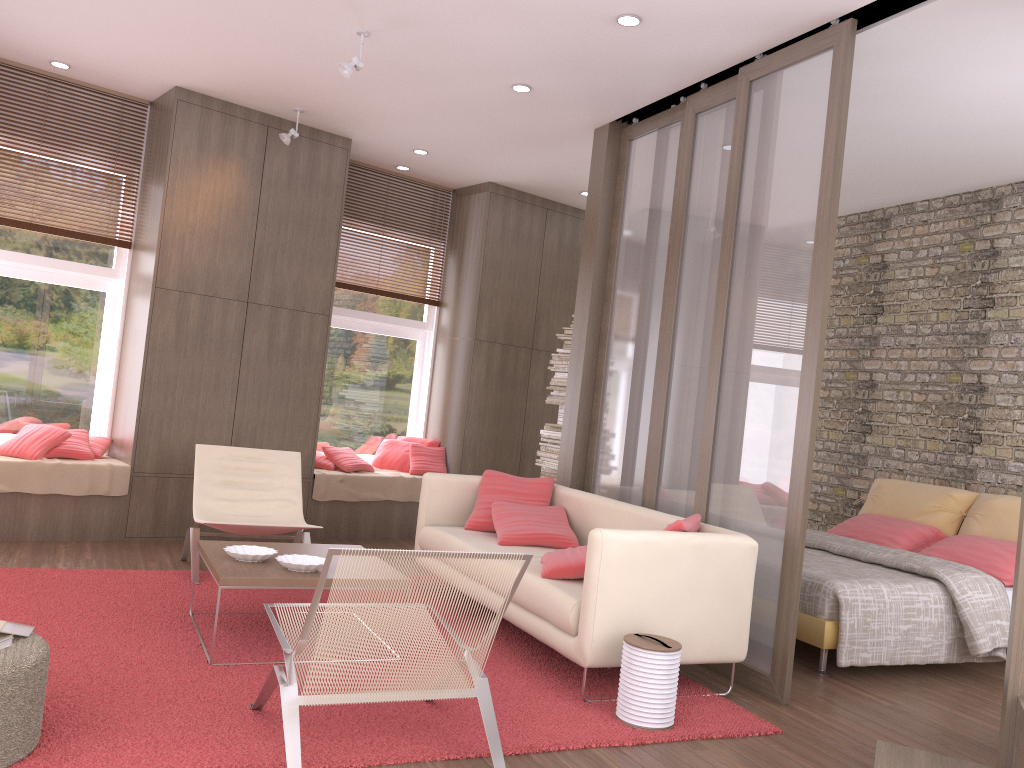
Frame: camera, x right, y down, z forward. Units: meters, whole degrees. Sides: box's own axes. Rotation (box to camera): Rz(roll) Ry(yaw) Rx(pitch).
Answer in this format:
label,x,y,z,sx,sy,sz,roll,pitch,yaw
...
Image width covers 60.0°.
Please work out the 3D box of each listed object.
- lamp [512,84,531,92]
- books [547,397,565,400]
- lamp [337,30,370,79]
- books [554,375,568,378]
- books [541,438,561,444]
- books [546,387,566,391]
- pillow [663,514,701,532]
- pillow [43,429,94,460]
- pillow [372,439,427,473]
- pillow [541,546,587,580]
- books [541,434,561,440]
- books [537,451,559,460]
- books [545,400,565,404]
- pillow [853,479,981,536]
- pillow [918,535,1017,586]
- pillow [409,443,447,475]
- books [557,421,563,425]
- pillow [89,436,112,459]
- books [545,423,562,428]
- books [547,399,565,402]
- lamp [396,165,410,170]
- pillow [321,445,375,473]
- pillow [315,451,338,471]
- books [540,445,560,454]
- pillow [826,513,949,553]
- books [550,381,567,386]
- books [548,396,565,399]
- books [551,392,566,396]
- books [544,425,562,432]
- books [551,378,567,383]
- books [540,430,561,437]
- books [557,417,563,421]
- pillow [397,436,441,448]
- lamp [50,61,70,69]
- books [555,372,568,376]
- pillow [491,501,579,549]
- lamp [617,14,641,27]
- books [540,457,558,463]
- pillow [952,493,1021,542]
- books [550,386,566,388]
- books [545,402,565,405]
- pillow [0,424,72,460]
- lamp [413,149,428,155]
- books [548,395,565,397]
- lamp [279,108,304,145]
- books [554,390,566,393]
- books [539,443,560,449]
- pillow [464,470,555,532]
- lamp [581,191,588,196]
label,x,y,z,sx,sy,sz,roll,pitch,yaw
lamp,0.059,-1.868,5.600,0.119,0.010,0.119,6,-1,-11
books,0.557,0.143,7.427,0.446,0.012,0.291,5,-2,40
lamp,-0.893,-1.853,4.988,0.158,0.275,0.102,7,-2,-18
books,0.577,-0.041,7.454,0.287,0.020,0.388,7,-2,-30
books,0.535,0.496,7.431,0.368,0.028,0.469,7,-2,-40
books,0.558,0.061,7.439,0.467,0.020,0.283,5,-2,40
pillow,0.689,0.803,4.281,0.379,0.377,0.498,6,-2,24
pillow,-3.164,0.420,6.237,0.403,0.200,0.354,7,-2,-30
pillow,-1.045,0.654,8.101,0.485,0.279,0.270,6,-1,11
pillow,0.383,0.857,4.395,0.467,0.224,0.507,6,-1,2
books,0.515,0.464,7.405,0.346,0.025,0.442,7,-2,-40
books,0.507,0.618,7.427,0.410,0.046,0.522,7,-2,-25
books,0.539,0.169,7.446,0.444,0.015,0.279,5,-2,40
pillow,2.993,1.004,6.705,0.355,0.527,1.019,7,-2,-25
pillow,3.031,1.126,5.740,0.540,0.261,0.834,7,-2,-25
pillow,-0.759,0.694,8.008,0.357,0.278,0.264,7,-2,-17
books,0.566,0.344,7.413,0.322,0.030,0.435,6,-1,-5
pillow,-3.152,0.454,6.470,0.397,0.150,0.373,6,-1,-9
books,0.555,0.368,7.439,0.450,0.022,0.364,6,-2,25
books,0.548,0.156,7.440,0.432,0.013,0.288,5,-2,40
lamp,-0.969,-1.921,7.883,0.119,0.010,0.119,6,-1,0
pillow,-1.412,0.646,7.627,0.354,0.200,0.403,5,-2,29
pillow,-1.646,0.647,7.608,0.373,0.150,0.397,6,-1,8
books,0.546,0.575,7.418,0.421,0.046,0.542,7,-2,-25
pillow,2.669,1.100,6.498,0.538,0.264,0.831,7,-2,-25
books,0.557,0.018,7.457,0.379,0.028,0.297,5,-2,40
books,0.557,0.131,7.439,0.412,0.011,0.308,5,-2,40
books,0.565,0.105,7.461,0.379,0.028,0.297,5,-2,40
books,0.566,0.398,7.406,0.341,0.038,0.518,7,-2,-40
books,0.558,-0.014,7.470,0.297,0.039,0.379,7,-2,-30
books,0.527,0.434,7.428,0.364,0.038,0.469,7,-2,-40
books,0.571,0.312,7.369,0.317,0.030,0.524,6,-1,-5
pillow,-0.921,0.662,8.228,0.484,0.334,0.193,6,-2,15
lamp,-3.113,-2.199,6.111,0.119,0.010,0.119,6,-1,0
books,0.588,-0.065,7.432,0.297,0.028,0.379,7,-2,-30
pillow,0.127,0.853,5.329,0.507,0.224,0.467,7,-1,-13
lamp,0.590,-1.838,4.485,0.119,0.010,0.119,6,-1,-6
books,0.552,0.659,7.362,0.423,0.025,0.566,7,-2,-25
pillow,3.367,1.033,5.894,0.366,0.557,1.021,7,-2,-25
books,0.541,0.045,7.458,0.368,0.009,0.262,5,-2,40
books,0.546,0.184,7.417,0.469,0.015,0.267,5,-2,40
pillow,-3.295,0.396,6.088,0.389,0.234,0.356,6,-1,12
lamp,-0.752,-1.912,7.304,0.119,0.010,0.119,6,-1,0
books,0.547,0.121,7.462,0.395,0.007,0.308,5,-2,40
lamp,-1.626,-1.894,6.528,0.158,0.275,0.102,7,-2,-18
books,0.574,0.082,7.433,0.287,0.020,0.388,7,-2,-30
books,0.520,0.538,7.426,0.399,0.020,0.510,7,-2,-25
pillow,-0.007,0.762,5.636,0.498,0.377,0.379,6,-1,9
lamp,0.685,-1.736,8.087,0.119,0.010,0.119,5,-2,45
